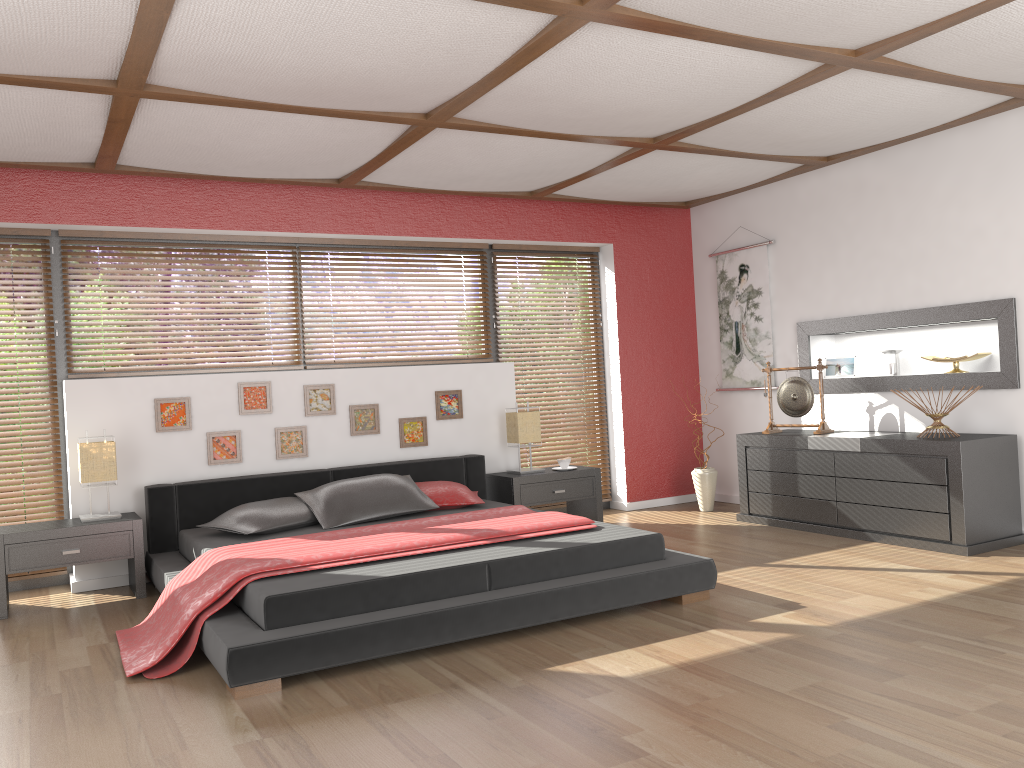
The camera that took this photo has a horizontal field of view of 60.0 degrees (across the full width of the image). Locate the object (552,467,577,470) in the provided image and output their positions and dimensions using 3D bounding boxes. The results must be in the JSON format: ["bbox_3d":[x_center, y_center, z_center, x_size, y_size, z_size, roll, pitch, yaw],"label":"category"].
[{"bbox_3d":[0.369,0.594,6.219,0.179,0.012,0.179,-3,0,-4],"label":"object"}]

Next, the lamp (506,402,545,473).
[{"bbox_3d":[0.083,0.365,6.179,0.200,0.480,0.200,-3,0,-29],"label":"lamp"}]

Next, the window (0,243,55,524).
[{"bbox_3d":[-3.126,0.107,5.072,0.889,1.893,0.020,-3,0,-29],"label":"window"}]

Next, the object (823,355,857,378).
[{"bbox_3d":[2.296,-0.120,6.211,0.226,0.146,0.041,-3,0,41],"label":"object"}]

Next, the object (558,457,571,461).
[{"bbox_3d":[0.370,0.523,6.203,0.007,0.007,0.192,-3,0,31],"label":"object"}]

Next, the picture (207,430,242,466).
[{"bbox_3d":[-1.753,0.388,5.409,0.200,0.200,0.010,-3,0,-29],"label":"picture"}]

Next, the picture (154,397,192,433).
[{"bbox_3d":[-2.014,0.181,5.273,0.200,0.200,0.010,-3,0,-29],"label":"picture"}]

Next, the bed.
[{"bbox_3d":[-0.722,0.792,4.540,2.469,0.577,2.413,-3,0,-29],"label":"bed"}]

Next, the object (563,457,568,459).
[{"bbox_3d":[0.366,0.523,6.226,0.007,0.007,0.192,-3,0,26],"label":"object"}]

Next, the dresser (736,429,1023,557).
[{"bbox_3d":[2.208,0.618,5.572,0.540,0.608,1.740,-3,0,-29],"label":"dresser"}]

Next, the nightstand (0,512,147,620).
[{"bbox_3d":[-2.376,0.960,4.772,0.700,0.423,0.413,-3,0,-29],"label":"nightstand"}]

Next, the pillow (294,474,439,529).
[{"bbox_3d":[-0.836,0.658,5.142,0.744,0.241,0.386,-3,0,-33],"label":"pillow"}]

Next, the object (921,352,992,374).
[{"bbox_3d":[2.731,-0.124,5.454,0.181,0.116,0.350,-3,0,-39],"label":"object"}]

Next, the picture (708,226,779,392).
[{"bbox_3d":[1.785,-0.581,6.836,0.028,1.270,0.701,-3,0,-29],"label":"picture"}]

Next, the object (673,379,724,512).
[{"bbox_3d":[1.399,0.450,6.713,0.364,1.035,0.422,-3,0,37],"label":"object"}]

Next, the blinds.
[{"bbox_3d":[-1.384,0.049,5.947,4.840,1.952,0.032,-3,0,-29],"label":"blinds"}]

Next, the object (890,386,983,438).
[{"bbox_3d":[2.437,0.161,5.086,0.481,0.282,0.481,-3,0,28],"label":"object"}]

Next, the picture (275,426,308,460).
[{"bbox_3d":[-1.393,0.370,5.606,0.200,0.200,0.010,-3,0,-29],"label":"picture"}]

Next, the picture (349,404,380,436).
[{"bbox_3d":[-0.970,0.235,5.842,0.200,0.200,0.010,-3,0,-29],"label":"picture"}]

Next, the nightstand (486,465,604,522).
[{"bbox_3d":[0.232,0.819,6.201,0.700,0.423,0.413,-3,0,-29],"label":"nightstand"}]

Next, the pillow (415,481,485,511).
[{"bbox_3d":[-0.551,0.695,5.456,0.745,0.172,0.418,-3,0,-10],"label":"pillow"}]

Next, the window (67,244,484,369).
[{"bbox_3d":[-1.445,-0.527,6.010,2.817,0.786,0.020,-3,0,-29],"label":"window"}]

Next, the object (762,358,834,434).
[{"bbox_3d":[1.918,0.084,6.000,0.173,0.498,0.490,-3,0,-44],"label":"object"}]

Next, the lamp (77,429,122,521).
[{"bbox_3d":[-2.280,0.492,4.884,0.200,0.480,0.200,-3,0,-29],"label":"lamp"}]

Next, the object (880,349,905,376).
[{"bbox_3d":[2.519,-0.140,5.873,0.159,0.171,0.159,-3,0,20],"label":"object"}]

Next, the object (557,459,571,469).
[{"bbox_3d":[0.367,0.561,6.219,0.099,0.069,0.099,-3,0,-4],"label":"object"}]

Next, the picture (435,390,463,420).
[{"bbox_3d":[-0.435,0.145,6.137,0.200,0.200,0.010,-3,0,-29],"label":"picture"}]

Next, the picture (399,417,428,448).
[{"bbox_3d":[-0.667,0.326,6.004,0.200,0.200,0.010,-3,0,-29],"label":"picture"}]

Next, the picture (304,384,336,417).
[{"bbox_3d":[-1.235,0.103,5.701,0.200,0.200,0.010,-3,0,-29],"label":"picture"}]

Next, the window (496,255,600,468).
[{"bbox_3d":[0.292,-0.077,6.944,0.889,1.893,0.020,-3,0,-29],"label":"window"}]

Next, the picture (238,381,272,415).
[{"bbox_3d":[-1.594,0.087,5.505,0.200,0.200,0.010,-3,0,-29],"label":"picture"}]

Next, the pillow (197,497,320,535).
[{"bbox_3d":[-1.324,0.737,4.971,0.418,0.172,0.745,-3,0,37],"label":"pillow"}]
